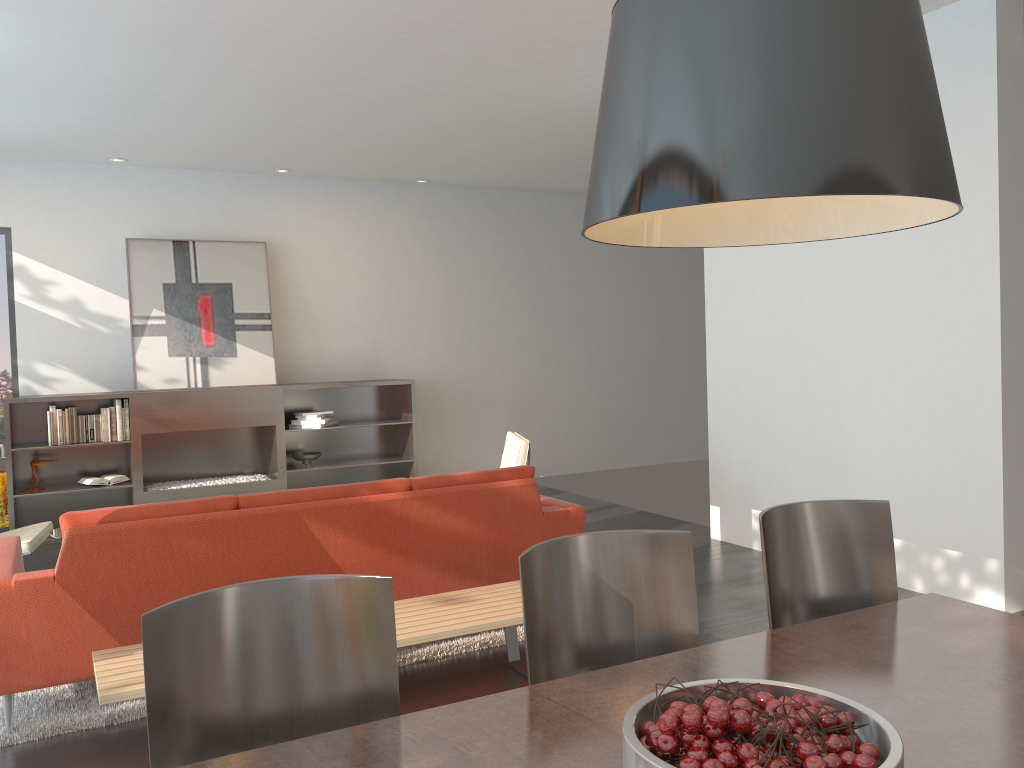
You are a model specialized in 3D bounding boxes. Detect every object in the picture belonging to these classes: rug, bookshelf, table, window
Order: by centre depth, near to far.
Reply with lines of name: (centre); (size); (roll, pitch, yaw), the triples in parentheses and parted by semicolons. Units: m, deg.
table: (0.497, 1.020, 1.456); (2.152, 0.764, 1.172); (-3, 2, -28)
rug: (-1.461, 1.258, 5.228); (3.773, 0.043, 2.984); (-3, 3, -28)
table: (-1.731, 1.031, 5.499); (1.999, 0.464, 0.948); (-3, 2, -26)
window: (-4.827, -0.380, 7.198); (1.410, 3.339, 0.065); (-3, 2, -28)
bookshelf: (-2.531, 0.613, 7.877); (3.388, 1.162, 0.570); (-3, 2, -28)

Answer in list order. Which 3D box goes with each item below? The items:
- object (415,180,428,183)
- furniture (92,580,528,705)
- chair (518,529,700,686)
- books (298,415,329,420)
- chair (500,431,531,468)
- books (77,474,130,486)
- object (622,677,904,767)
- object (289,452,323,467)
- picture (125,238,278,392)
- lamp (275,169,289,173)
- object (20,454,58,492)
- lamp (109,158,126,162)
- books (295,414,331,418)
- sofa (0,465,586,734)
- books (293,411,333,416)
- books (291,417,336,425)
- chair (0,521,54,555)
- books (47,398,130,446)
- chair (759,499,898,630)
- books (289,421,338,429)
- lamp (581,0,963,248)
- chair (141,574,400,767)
object: (-0.908, -2.041, 8.930); (0.129, 0.010, 0.129); (-1, 2, 17)
furniture: (-0.539, 1.123, 3.516); (2.006, 0.357, 0.492); (-3, 2, -28)
chair: (0.318, 0.854, 1.910); (0.548, 0.967, 0.614); (-3, 2, -28)
books: (-1.825, 0.309, 8.152); (0.210, 0.020, 0.300); (-2, 2, 2)
chair: (-0.216, 0.770, 6.069); (0.707, 0.817, 0.700); (-2, 2, -8)
books: (-3.382, 0.800, 7.348); (0.234, 0.064, 0.336); (0, 3, 42)
object: (0.391, 0.565, 1.412); (0.427, 0.154, 0.427); (-1, 2, 16)
object: (-1.881, 0.698, 8.126); (0.309, 0.117, 0.309); (-2, 2, 6)
picture: (-2.755, -0.629, 7.911); (1.208, 1.338, 0.269); (-3, 2, -28)
lamp: (-2.131, -1.976, 8.221); (0.129, 0.010, 0.129); (-1, 2, 17)
object: (-3.821, 0.710, 7.156); (0.245, 0.290, 0.201); (-2, 2, -8)
lamp: (-3.369, -1.912, 7.575); (0.129, 0.010, 0.129); (-1, 2, 17)
books: (-1.826, 0.289, 8.151); (0.210, 0.020, 0.300); (-1, 2, 12)
sofa: (-0.996, 0.862, 4.230); (2.597, 0.852, 1.038); (-3, 2, -28)
books: (-1.827, 0.269, 8.151); (0.300, 0.020, 0.210); (-3, 3, -38)
books: (-1.825, 0.337, 8.153); (0.314, 0.038, 0.398); (-2, 2, 2)
chair: (-3.159, 0.894, 5.238); (0.707, 0.817, 0.700); (-2, 2, -18)
books: (-3.472, 0.303, 7.272); (0.592, 0.339, 0.324); (-3, 2, -28)
chair: (0.937, 0.822, 2.233); (0.548, 0.967, 0.614); (-3, 2, -28)
books: (-1.823, 0.375, 8.154); (0.314, 0.038, 0.398); (-1, 2, 12)
lamp: (0.368, -1.037, 1.373); (0.567, 1.579, 0.567); (-2, 2, 2)
chair: (-0.359, 0.889, 1.556); (0.548, 0.967, 0.614); (-3, 2, -28)
